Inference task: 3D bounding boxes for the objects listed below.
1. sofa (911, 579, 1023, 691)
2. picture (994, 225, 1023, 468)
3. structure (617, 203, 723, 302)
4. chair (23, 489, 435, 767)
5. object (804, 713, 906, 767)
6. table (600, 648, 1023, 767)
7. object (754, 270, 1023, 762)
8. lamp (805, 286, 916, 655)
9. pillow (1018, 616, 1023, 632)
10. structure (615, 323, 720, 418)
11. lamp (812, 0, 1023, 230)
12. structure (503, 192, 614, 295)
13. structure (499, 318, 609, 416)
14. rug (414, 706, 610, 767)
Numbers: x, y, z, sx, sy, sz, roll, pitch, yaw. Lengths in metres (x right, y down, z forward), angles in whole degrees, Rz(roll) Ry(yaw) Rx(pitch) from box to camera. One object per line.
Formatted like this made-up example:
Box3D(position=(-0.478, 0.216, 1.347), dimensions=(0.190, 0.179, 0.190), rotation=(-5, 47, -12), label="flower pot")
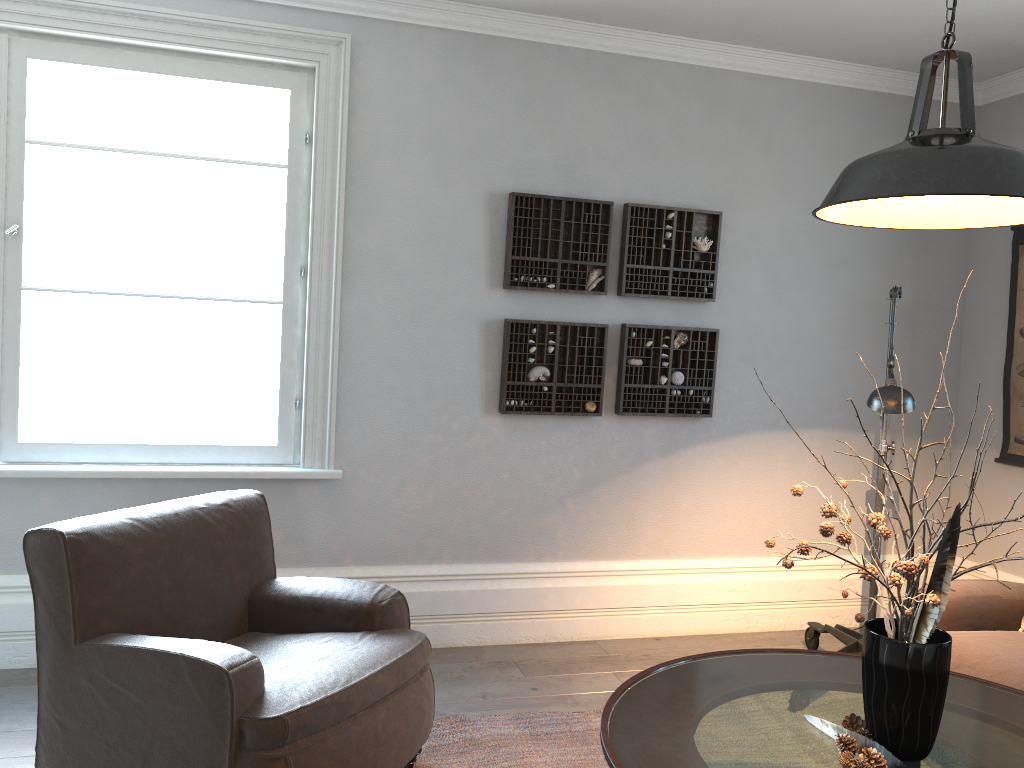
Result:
Box3D(position=(2.026, 0.928, 2.279), dimensions=(0.968, 0.824, 2.166), rotation=(2, 3, -16), label="sofa")
Box3D(position=(2.484, -0.250, 3.880), dimensions=(0.057, 1.313, 0.793), rotation=(2, 3, -16), label="picture")
Box3D(position=(0.725, -0.594, 4.034), dimensions=(0.468, 0.416, 0.105), rotation=(2, 3, -16), label="structure")
Box3D(position=(-0.754, 0.791, 2.582), dimensions=(0.970, 0.795, 0.807), rotation=(4, 3, 25), label="chair")
Box3D(position=(0.764, 0.782, 1.904), dimensions=(0.153, 0.067, 0.404), rotation=(3, 3, 2), label="object")
Box3D(position=(0.834, 1.059, 1.956), dimensions=(1.300, 0.503, 1.300), rotation=(2, 3, -23), label="table")
Box3D(position=(0.838, 0.285, 1.803), dimensions=(0.525, 1.065, 0.853), rotation=(0, 4, -45), label="object")
Box3D(position=(1.674, 0.436, 3.702), dimensions=(0.797, 1.644, 1.864), rotation=(4, 3, 22), label="lamp")
Box3D(position=(1.956, 0.722, 2.942), dimensions=(0.240, 0.368, 0.519), rotation=(2, 3, -16), label="pillow")
Box3D(position=(0.715, -0.059, 4.073), dimensions=(0.468, 0.416, 0.086), rotation=(2, 3, -16), label="structure")
Box3D(position=(0.930, -0.897, 1.865), dimensions=(0.504, 1.075, 0.504), rotation=(4, 3, 32), label="lamp")
Box3D(position=(0.203, -0.612, 3.910), dimensions=(0.468, 0.416, 0.099), rotation=(2, 3, -16), label="structure")
Box3D(position=(0.187, -0.070, 3.922), dimensions=(0.468, 0.416, 0.086), rotation=(2, 3, -16), label="structure")
Box3D(position=(0.867, 1.256, 1.947), dimensions=(2.400, 0.090, 2.820), rotation=(2, 3, -15), label="rug")
